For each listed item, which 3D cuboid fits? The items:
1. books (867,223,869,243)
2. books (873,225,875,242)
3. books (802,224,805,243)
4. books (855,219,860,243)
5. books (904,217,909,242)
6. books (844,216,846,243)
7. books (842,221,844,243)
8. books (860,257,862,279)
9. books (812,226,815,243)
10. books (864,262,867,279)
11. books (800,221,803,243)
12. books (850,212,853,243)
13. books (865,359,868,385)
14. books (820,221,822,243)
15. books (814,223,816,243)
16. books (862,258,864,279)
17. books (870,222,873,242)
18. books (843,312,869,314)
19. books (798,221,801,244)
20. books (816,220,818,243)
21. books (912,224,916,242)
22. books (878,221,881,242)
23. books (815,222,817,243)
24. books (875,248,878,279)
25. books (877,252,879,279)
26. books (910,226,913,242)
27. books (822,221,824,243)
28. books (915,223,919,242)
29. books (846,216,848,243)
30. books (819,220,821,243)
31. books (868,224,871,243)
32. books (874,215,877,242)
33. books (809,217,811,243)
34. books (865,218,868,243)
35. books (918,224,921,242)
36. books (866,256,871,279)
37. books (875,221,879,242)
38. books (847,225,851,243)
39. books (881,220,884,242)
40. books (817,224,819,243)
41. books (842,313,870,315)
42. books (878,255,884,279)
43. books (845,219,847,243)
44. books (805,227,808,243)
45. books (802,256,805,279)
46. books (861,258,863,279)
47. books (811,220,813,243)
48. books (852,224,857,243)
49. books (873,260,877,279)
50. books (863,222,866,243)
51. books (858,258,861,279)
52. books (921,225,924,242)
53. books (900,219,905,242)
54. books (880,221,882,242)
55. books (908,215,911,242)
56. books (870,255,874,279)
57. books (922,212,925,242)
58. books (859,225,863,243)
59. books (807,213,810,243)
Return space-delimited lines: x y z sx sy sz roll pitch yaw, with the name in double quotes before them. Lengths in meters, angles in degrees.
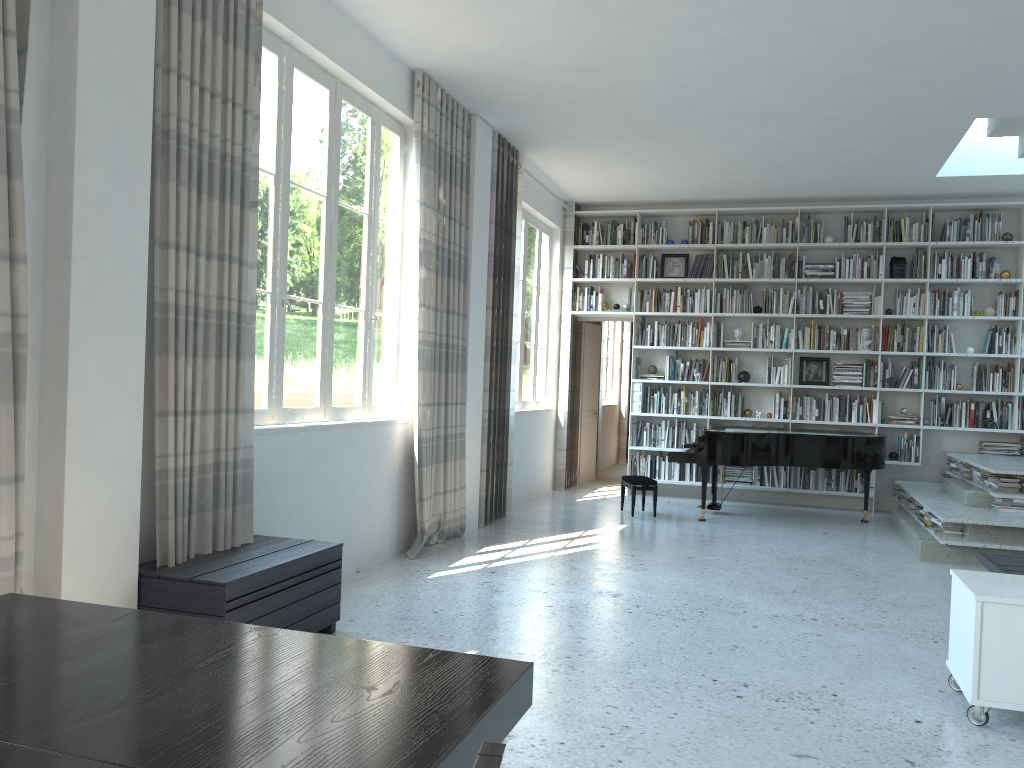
"books" 3.678 -1.543 9.193 0.012 0.217 0.179 2 1 17
"books" 3.743 -1.534 9.195 0.014 0.204 0.135 2 1 17
"books" 3.089 -1.570 9.390 0.023 0.228 0.157 2 1 17
"books" 3.602 -1.572 9.236 0.028 0.270 0.140 2 1 17
"books" 4.045 -1.558 9.096 0.030 0.274 0.151 2 1 17
"books" 3.470 -1.588 9.255 0.014 0.292 0.176 2 1 17
"books" 3.462 -1.565 9.276 0.012 0.245 0.151 2 1 17
"books" 3.625 -1.188 9.230 0.011 0.239 0.139 2 1 17
"books" 3.177 -1.551 9.356 0.023 0.195 0.172 2 1 17
"books" 3.658 -1.162 9.196 0.029 0.188 0.176 2 1 17
"books" 3.060 -1.584 9.379 0.026 0.253 0.185 2 1 17
"books" 3.531 -1.606 9.234 0.010 0.331 0.186 2 1 17
"books" 3.682 -0.113 9.227 0.011 0.299 0.130 2 1 17
"books" 3.250 -1.575 9.347 0.013 0.249 0.148 2 1 17
"books" 3.197 -1.569 9.370 0.006 0.233 0.136 2 1 17
"books" 3.641 -1.183 9.206 0.012 0.230 0.158 2 1 17
"books" 3.726 -1.549 9.207 0.026 0.234 0.137 2 1 17
"books" 3.578 -0.734 9.236 0.254 0.012 0.161 2 0 20
"books" 3.048 -1.585 9.403 0.012 0.254 0.161 2 1 17
"books" 3.214 -1.584 9.345 0.013 0.264 0.147 2 1 17
"books" 4.095 -1.519 9.061 0.024 0.202 0.180 2 1 17
"books" 3.794 -1.552 9.175 0.014 0.244 0.145 2 1 17
"books" 3.203 -1.576 9.355 0.014 0.248 0.139 2 1 17
"books" 3.769 -1.230 9.172 0.012 0.334 0.155 2 1 17
"books" 3.784 -1.212 9.186 0.010 0.299 0.133 2 1 17
"books" 4.072 -1.509 9.067 0.022 0.180 0.173 2 1 17
"books" 3.266 -1.578 9.325 0.011 0.256 0.143 2 1 17
"books" 4.120 -1.524 9.049 0.031 0.213 0.169 2 1 17
"books" 3.494 -1.589 9.256 0.011 0.296 0.157 2 1 17
"books" 3.236 -1.579 9.332 0.005 0.255 0.168 2 1 17
"books" 3.689 -1.535 9.172 0.023 0.202 0.193 2 1 17
"books" 3.756 -1.585 9.184 0.012 0.308 0.138 2 1 17
"books" 3.143 -1.603 9.368 0.010 0.296 0.153 2 1 17
"books" 3.665 -1.570 9.186 0.010 0.270 0.180 2 1 17
"books" 4.153 -1.518 9.061 0.025 0.203 0.162 2 1 17
"books" 3.688 -1.190 9.186 0.032 0.248 0.173 2 1 17
"books" 3.771 -1.553 9.171 0.028 0.244 0.161 2 1 17
"books" 3.515 -1.545 9.262 0.031 0.208 0.146 2 1 17
"books" 3.824 -1.557 9.164 0.022 0.257 0.136 2 1 17
"books" 3.226 -1.561 9.337 0.016 0.219 0.144 2 1 17
"books" 3.577 -0.722 9.234 0.254 0.012 0.161 2 0 13
"books" 3.781 -1.181 9.102 0.037 0.237 0.272 2 0 17
"books" 3.485 -1.575 9.268 0.011 0.267 0.129 2 1 17
"books" 3.108 -1.553 9.371 0.026 0.194 0.166 2 1 17
"books" 3.080 -1.214 9.366 0.021 0.249 0.191 2 1 17
"books" 3.632 -1.184 9.215 0.010 0.230 0.152 2 1 17
"books" 3.158 -1.586 9.349 0.011 0.265 0.163 2 1 17
"books" 3.558 -1.544 9.231 0.050 0.211 0.173 2 1 17
"books" 3.744 -1.165 9.171 0.029 0.202 0.191 2 1 17
"books" 3.653 -1.553 9.205 0.023 0.236 0.154 2 1 17
"books" 3.601 -1.181 9.212 0.023 0.223 0.190 2 1 17
"books" 4.173 -1.513 9.047 0.022 0.194 0.182 2 1 17
"books" 3.999 -1.549 9.089 0.054 0.254 0.191 2 1 17
"books" 3.805 -1.549 9.162 0.014 0.239 0.153 2 1 17
"books" 4.059 -1.569 9.074 0.010 0.297 0.167 2 1 17
"books" 3.722 -1.196 9.192 0.029 0.261 0.133 2 1 17
"books" 4.197 -1.580 9.057 0.012 0.330 0.128 2 1 17
"books" 3.624 -1.538 9.209 0.033 0.203 0.166 2 1 17
"books" 3.133 -1.625 9.377 0.014 0.341 0.145 2 1 17
